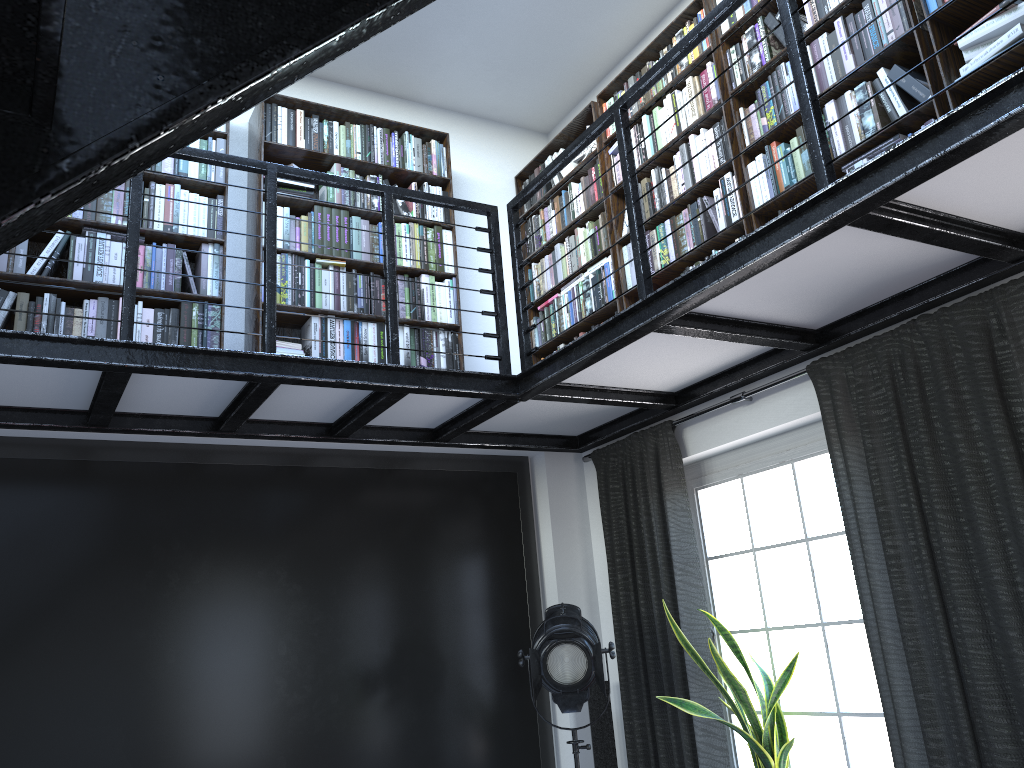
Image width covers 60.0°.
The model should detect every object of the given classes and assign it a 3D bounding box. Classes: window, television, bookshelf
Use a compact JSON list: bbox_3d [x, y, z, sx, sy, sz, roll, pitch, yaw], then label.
[{"bbox_3d":[1.191,1.021,3.761,0.133,1.624,1.155,6,-21,-29],"label":"window"},{"bbox_3d":[-1.260,1.438,3.774,3.347,2.456,0.115,5,-21,-29],"label":"television"},{"bbox_3d":[0.069,-1.240,2.766,3.084,1.635,4.430,5,-20,-29],"label":"bookshelf"}]

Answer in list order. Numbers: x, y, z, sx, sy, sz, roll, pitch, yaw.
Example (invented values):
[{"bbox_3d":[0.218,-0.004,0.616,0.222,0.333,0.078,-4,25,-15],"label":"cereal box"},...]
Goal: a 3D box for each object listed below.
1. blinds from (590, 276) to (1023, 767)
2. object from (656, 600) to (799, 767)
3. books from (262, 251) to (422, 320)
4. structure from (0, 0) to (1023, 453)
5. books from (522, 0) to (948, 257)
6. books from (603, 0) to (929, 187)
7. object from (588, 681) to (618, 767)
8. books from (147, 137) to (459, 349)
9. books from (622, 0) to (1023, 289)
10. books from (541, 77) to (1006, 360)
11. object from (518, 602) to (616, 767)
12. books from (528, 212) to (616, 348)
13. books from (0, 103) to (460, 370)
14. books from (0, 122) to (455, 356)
[{"bbox_3d":[1.123,1.137,3.422,0.125,2.413,2.483,6,-21,-29],"label":"blinds"},{"bbox_3d":[0.869,1.389,3.744,0.526,0.951,0.547,2,-19,-19],"label":"object"},{"bbox_3d":[0.188,-1.303,2.833,1.168,1.421,4.340,6,-20,-29],"label":"books"},{"bbox_3d":[-0.464,0.296,1.861,4.608,3.393,4.443,5,-20,-29],"label":"structure"},{"bbox_3d":[1.249,-1.198,3.450,0.242,1.412,4.397,6,-20,-29],"label":"books"},{"bbox_3d":[1.234,-1.480,3.555,0.213,0.837,2.610,6,-20,-29],"label":"books"},{"bbox_3d":[0.461,2.070,4.229,0.157,1.235,0.155,0,-19,-14],"label":"object"},{"bbox_3d":[-0.020,-1.185,2.698,1.596,1.153,4.292,6,-20,-30],"label":"books"},{"bbox_3d":[1.456,-1.172,3.109,0.240,1.135,3.358,6,-20,-29],"label":"books"},{"bbox_3d":[0.819,-1.244,3.235,1.283,1.445,4.390,5,-20,-28],"label":"books"},{"bbox_3d":[1.091,1.429,2.922,2.885,1.597,0.750,-20,-24,41],"label":"object"},{"bbox_3d":[1.252,-1.209,3.455,0.226,1.428,4.391,6,-20,-29],"label":"books"},{"bbox_3d":[-0.290,-1.337,2.587,2.201,1.425,4.333,6,-20,-30],"label":"books"},{"bbox_3d":[-1.326,-0.744,4.281,2.203,1.440,0.311,5,-21,-28],"label":"books"}]
